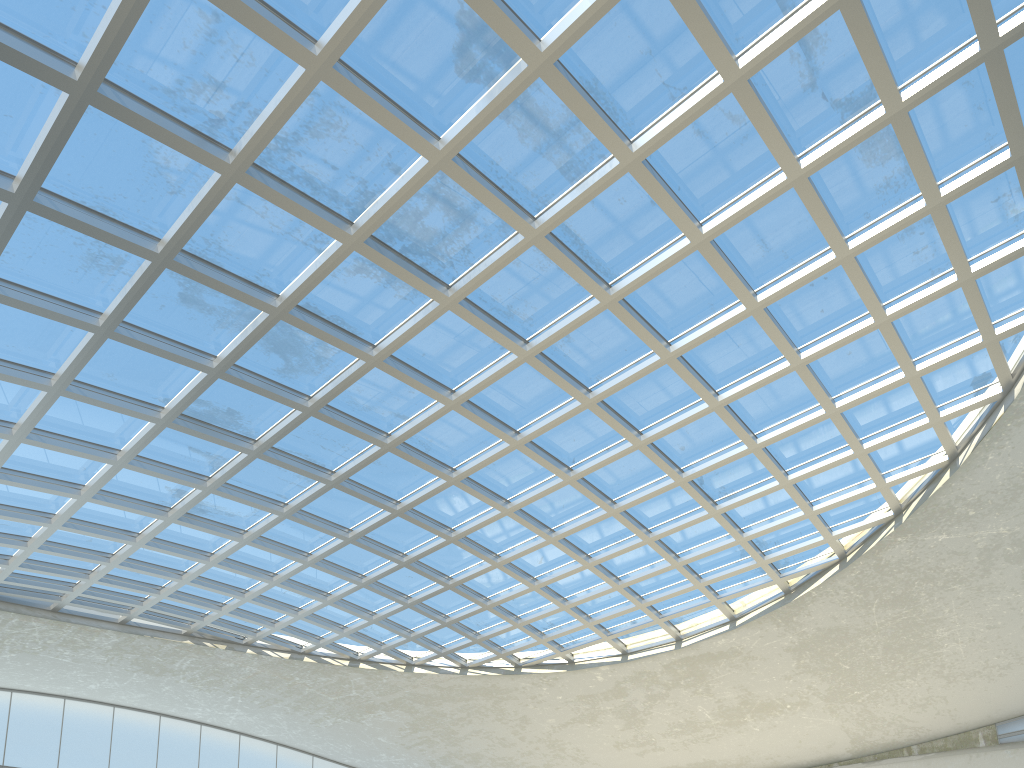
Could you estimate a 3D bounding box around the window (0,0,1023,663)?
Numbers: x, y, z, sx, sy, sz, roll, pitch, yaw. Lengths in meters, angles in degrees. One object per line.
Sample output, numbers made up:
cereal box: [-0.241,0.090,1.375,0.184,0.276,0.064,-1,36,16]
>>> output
window: [-9.551,6.412,47.117,84.136,9.684,85.495,-28,-43,32]
